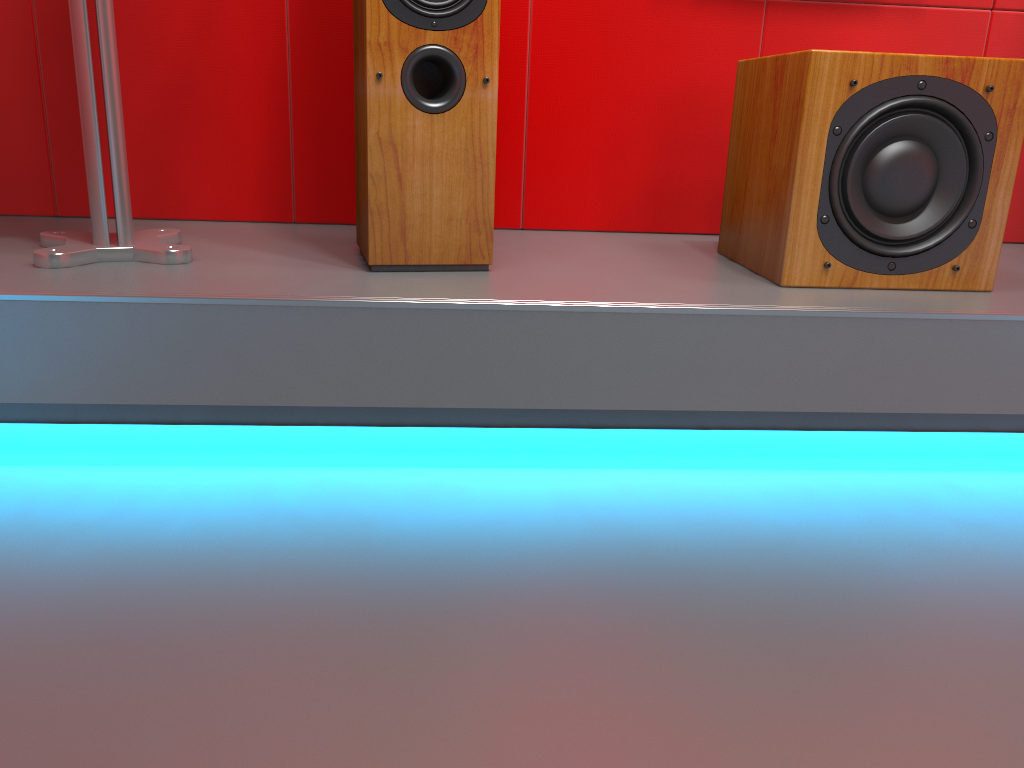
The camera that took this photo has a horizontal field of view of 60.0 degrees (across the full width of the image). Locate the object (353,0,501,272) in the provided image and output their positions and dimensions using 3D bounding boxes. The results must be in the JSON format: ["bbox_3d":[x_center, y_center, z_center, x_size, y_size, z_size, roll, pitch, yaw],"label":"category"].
[{"bbox_3d":[-0.138,-0.716,1.388,0.203,1.052,0.238,-2,18,-14],"label":"object"}]

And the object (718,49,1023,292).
[{"bbox_3d":[0.606,-0.375,1.550,0.360,0.360,0.360,1,17,-5],"label":"object"}]

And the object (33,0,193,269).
[{"bbox_3d":[-0.653,-0.726,1.344,0.231,1.058,0.265,-6,19,-24],"label":"object"}]
